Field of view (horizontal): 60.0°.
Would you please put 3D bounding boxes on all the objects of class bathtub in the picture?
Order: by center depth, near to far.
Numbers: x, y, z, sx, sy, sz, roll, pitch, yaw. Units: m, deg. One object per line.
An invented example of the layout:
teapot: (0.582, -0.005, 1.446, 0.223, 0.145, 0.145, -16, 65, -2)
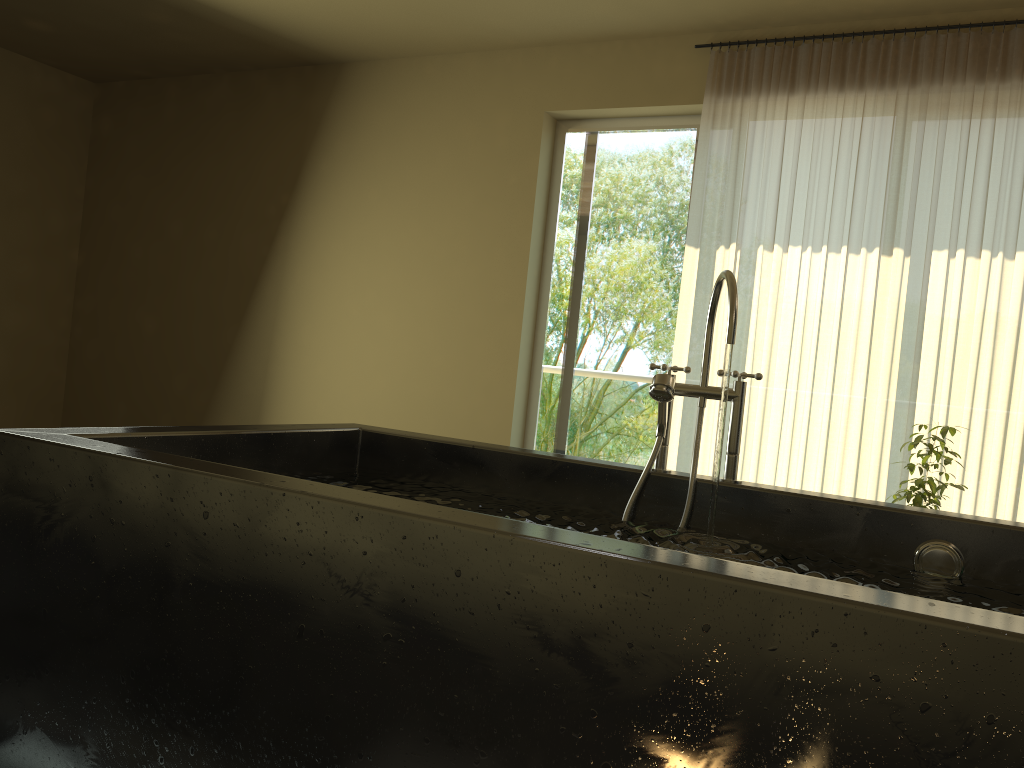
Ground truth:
bathtub: (0.239, 0.323, 1.567, 2.133, 1.162, 1.067, 6, 1, 27)

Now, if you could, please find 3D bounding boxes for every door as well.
door: (0.589, -0.221, 4.606, 1.038, 2.333, 0.063, 6, 0, 26)

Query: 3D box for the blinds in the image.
blinds: (1.613, -0.262, 3.841, 1.945, 2.580, 0.064, 6, 0, 26)

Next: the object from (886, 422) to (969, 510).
object: (1.464, 0.582, 3.180, 0.266, 0.929, 0.242, 6, 0, -25)
